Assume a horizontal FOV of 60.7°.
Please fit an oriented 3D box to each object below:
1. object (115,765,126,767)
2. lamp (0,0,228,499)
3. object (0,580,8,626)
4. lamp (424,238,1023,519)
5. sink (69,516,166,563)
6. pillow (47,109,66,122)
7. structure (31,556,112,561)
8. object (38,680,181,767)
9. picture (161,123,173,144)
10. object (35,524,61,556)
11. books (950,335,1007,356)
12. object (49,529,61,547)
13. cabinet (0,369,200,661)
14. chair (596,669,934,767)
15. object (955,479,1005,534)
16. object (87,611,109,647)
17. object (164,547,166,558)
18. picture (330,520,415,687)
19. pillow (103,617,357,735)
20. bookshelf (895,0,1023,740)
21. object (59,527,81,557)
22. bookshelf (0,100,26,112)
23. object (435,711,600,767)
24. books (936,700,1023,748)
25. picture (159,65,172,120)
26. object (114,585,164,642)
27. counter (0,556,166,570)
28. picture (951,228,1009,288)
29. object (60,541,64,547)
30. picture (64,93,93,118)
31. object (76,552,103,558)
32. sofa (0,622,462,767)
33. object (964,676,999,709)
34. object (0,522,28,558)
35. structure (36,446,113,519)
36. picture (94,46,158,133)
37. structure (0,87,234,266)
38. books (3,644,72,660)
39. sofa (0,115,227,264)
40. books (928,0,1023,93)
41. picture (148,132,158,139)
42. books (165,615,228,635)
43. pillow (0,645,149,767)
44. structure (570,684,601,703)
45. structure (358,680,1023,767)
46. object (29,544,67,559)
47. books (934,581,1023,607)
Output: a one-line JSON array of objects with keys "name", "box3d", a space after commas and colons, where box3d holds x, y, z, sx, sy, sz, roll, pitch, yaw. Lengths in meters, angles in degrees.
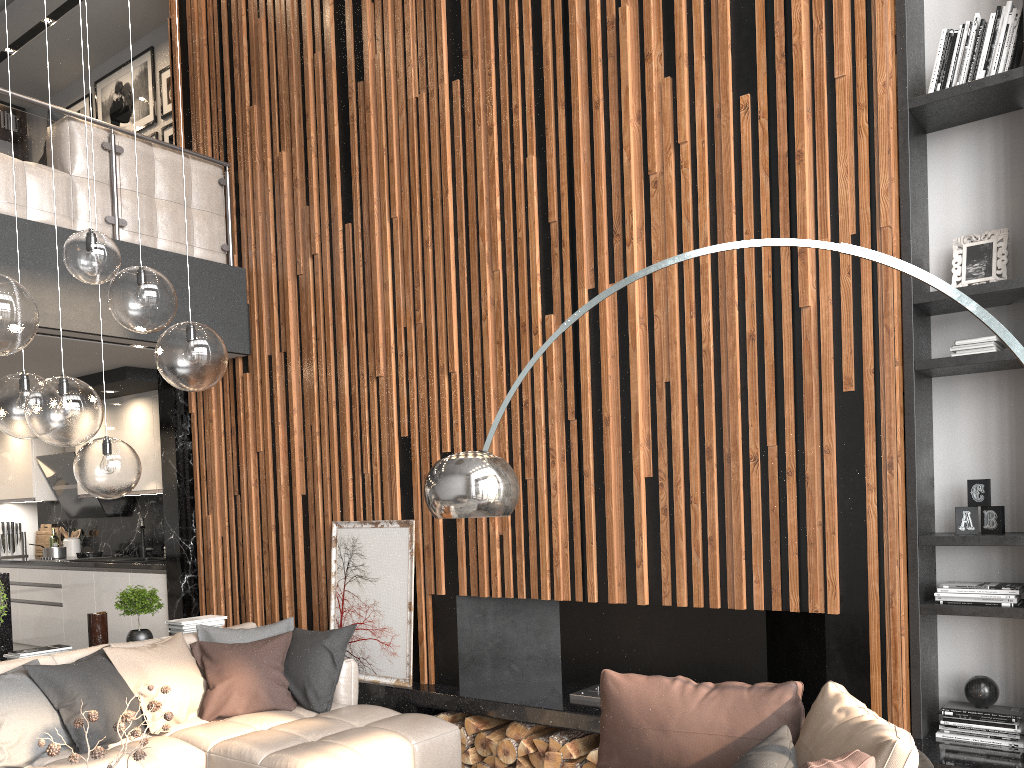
[{"name": "object", "box3d": [-1.505, 1.601, 3.455, 0.153, 0.211, 0.077, -1, -1, -42]}, {"name": "lamp", "box3d": [-1.594, -2.109, 2.900, 1.233, 4.999, 1.226, -1, 1, 34]}, {"name": "object", "box3d": [-2.908, 1.291, 4.688, 0.216, 0.576, 0.385, -2, -1, 18]}, {"name": "lamp", "box3d": [0.710, 0.722, 2.749, 2.035, 2.337, 0.318, -3, 1, 14]}, {"name": "sink", "box3d": [-3.372, 1.439, 7.684, 1.117, 0.547, 0.498, -6, -5, 37]}, {"name": "pillow", "box3d": [-3.000, -1.386, 6.198, 0.760, 0.546, 1.395, 0, -7, -22]}, {"name": "structure", "box3d": [-4.176, 1.653, 8.285, 0.603, 0.060, 0.511, -8, -9, 37]}, {"name": "object", "box3d": [-1.382, 1.358, 3.124, 0.317, 0.602, 0.544, -2, -3, 8]}, {"name": "picture", "box3d": [-2.757, -1.925, 7.383, 0.648, 0.643, 0.025, -4, 0, 37]}, {"name": "object", "box3d": [-4.828, 1.621, 9.092, 0.402, 0.331, 0.097, -5, -1, 37]}, {"name": "books", "box3d": [1.979, -0.144, 3.706, 0.176, 0.072, 0.328, -7, -9, 36]}, {"name": "object", "box3d": [-4.626, 1.607, 8.871, 0.082, 0.283, 0.089, -1, 1, 38]}, {"name": "cabinet", "box3d": [-4.873, 1.018, 6.902, 6.230, 3.242, 3.623, -6, -5, 37]}, {"name": "chair", "box3d": [0.476, 1.436, 2.684, 1.479, 0.898, 1.455, 1, -6, -26]}, {"name": "object", "box3d": [1.996, 0.524, 3.737, 0.189, 0.235, 0.059, -3, 0, 35]}, {"name": "object", "box3d": [-2.481, 1.503, 5.249, 0.109, 0.268, 0.108, -2, 0, 43]}, {"name": "object", "box3d": [-2.747, 1.376, 7.315, 0.306, 0.195, 0.301, -6, -6, 40]}, {"name": "picture", "box3d": [-0.879, 1.350, 5.455, 0.731, 0.999, 0.101, -3, 0, 37]}, {"name": "pillow", "box3d": [-1.616, 1.703, 5.123, 1.382, 0.547, 0.767, 1, -5, -22]}, {"name": "bookshelf", "box3d": [2.316, -1.192, 3.396, 1.462, 5.318, 0.336, -1, 2, 37]}, {"name": "object", "box3d": [-4.360, 1.561, 8.675, 0.158, 0.305, 0.175, -2, -1, 40]}, {"name": "bookshelf", "box3d": [-6.109, -1.713, 7.684, 0.249, 2.510, 3.526, -1, -3, 37]}, {"name": "object", "box3d": [1.153, 1.878, 4.028, 4.057, 0.390, 0.436, -8, -7, 38]}, {"name": "books", "box3d": [2.023, 1.452, 3.761, 0.340, 0.127, 0.219, -7, -7, 36]}, {"name": "picture", "box3d": [-2.833, -2.521, 7.412, 0.506, 0.411, 0.025, -5, -1, 37]}, {"name": "object", "box3d": [-2.329, 1.455, 5.458, 0.309, 0.408, 0.272, -2, -1, -3]}, {"name": "counter", "box3d": [-3.834, 1.626, 8.023, 3.472, 0.040, 0.612, -8, -10, 37]}, {"name": "picture", "box3d": [1.999, -0.516, 3.736, 0.217, 0.271, 0.114, -4, -1, 38]}, {"name": "object", "box3d": [-4.565, 1.657, 8.816, 0.273, 0.163, 0.180, -6, -5, 37]}, {"name": "picture", "box3d": [-4.301, -2.202, 8.535, 0.875, 0.994, 0.025, -4, 0, 37]}, {"name": "object", "box3d": [-4.014, 1.605, 8.228, 0.232, 0.060, 0.354, -4, -8, 15]}, {"name": "sofa", "box3d": [-1.921, 1.749, 4.096, 1.884, 0.816, 3.252, -7, -8, 37]}, {"name": "object", "box3d": [2.014, 1.322, 3.755, 0.134, 0.132, 0.136, -3, -3, 17]}, {"name": "object", "box3d": [-5.170, 1.606, 9.032, 0.067, 0.372, 0.322, -1, -1, 37]}, {"name": "structure", "box3d": [-4.146, 0.769, 8.340, 0.740, 1.031, 0.412, -3, 0, 37]}, {"name": "picture", "box3d": [-3.500, -2.552, 7.911, 0.995, 0.656, 0.025, -6, -1, 37]}, {"name": "structure", "box3d": [-4.564, -1.178, 5.505, 3.391, 0.738, 4.232, -7, -9, 37]}, {"name": "books", "box3d": [-2.704, 1.556, 4.972, 0.205, 0.099, 0.326, -6, -8, 37]}, {"name": "sofa", "box3d": [-3.557, -1.162, 6.004, 2.297, 0.780, 2.282, -7, -8, 37]}, {"name": "books", "box3d": [1.940, -1.359, 3.644, 0.369, 0.299, 0.185, -5, -3, 37]}, {"name": "picture", "box3d": [-3.225, -1.958, 7.739, 0.359, 0.442, 0.021, -4, 0, 37]}, {"name": "books", "box3d": [-2.063, 1.611, 5.732, 0.200, 0.150, 0.333, -5, -7, 38]}, {"name": "pillow", "box3d": [-2.539, 1.588, 4.083, 0.545, 0.497, 1.946, -5, -7, 36]}, {"name": "structure", "box3d": [0.687, 1.691, 4.668, 0.714, 0.103, 0.300, -8, -9, 37]}, {"name": "structure", "box3d": [0.309, 1.959, 4.886, 6.561, 0.458, 0.668, -8, -7, 37]}, {"name": "object", "box3d": [-4.410, 1.594, 8.354, 0.349, 0.153, 0.200, -5, -5, 28]}, {"name": "books", "box3d": [1.989, 0.892, 3.725, 0.324, 0.078, 0.219, -7, -9, 37]}]
